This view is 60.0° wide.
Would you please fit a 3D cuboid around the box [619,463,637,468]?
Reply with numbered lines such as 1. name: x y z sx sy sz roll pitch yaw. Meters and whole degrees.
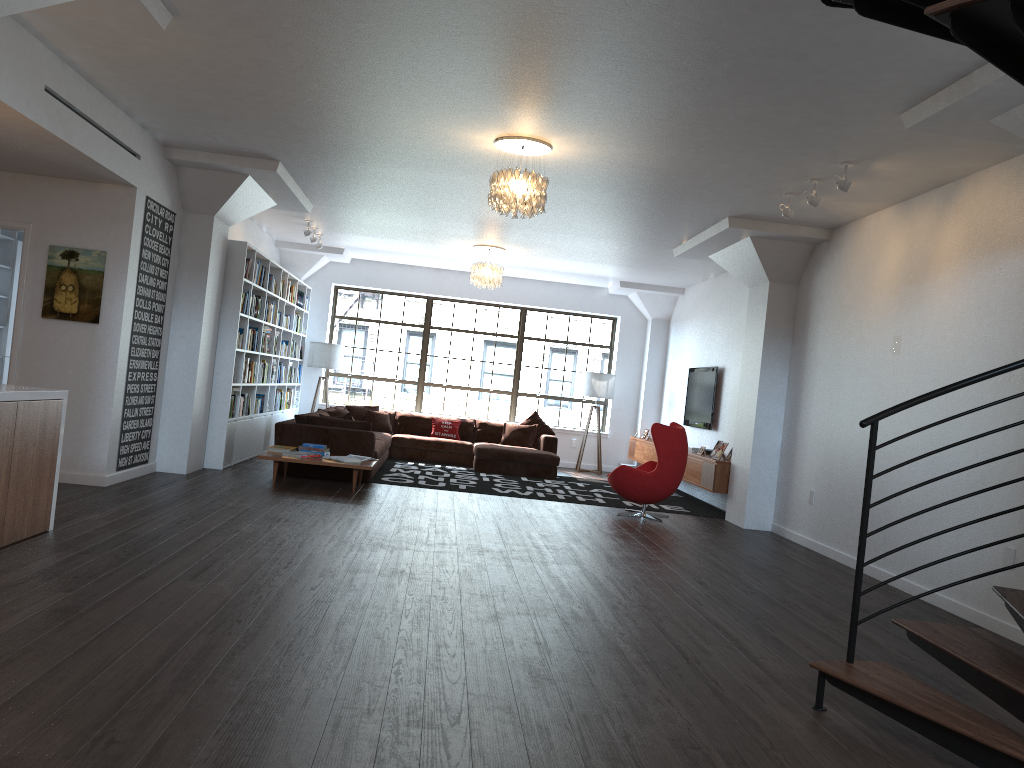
1. box: 1.869 1.384 14.334 0.228 0.165 0.368 6 0 -4

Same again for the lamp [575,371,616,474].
1. lamp: 1.303 0.611 14.132 0.545 1.579 0.545 6 0 7

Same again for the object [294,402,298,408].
1. object: -3.456 0.310 13.566 0.331 0.088 0.410 6 0 -4

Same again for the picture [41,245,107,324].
1. picture: -3.616 -0.822 7.324 0.450 0.600 0.030 6 0 -4

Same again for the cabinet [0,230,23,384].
1. cabinet: -5.460 -0.865 8.670 0.527 2.991 2.630 6 0 -4

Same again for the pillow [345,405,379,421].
1. pillow: -2.172 0.510 13.099 0.580 0.418 0.334 6 -1 -31

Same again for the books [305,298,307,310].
1. books: -3.244 -1.230 13.687 0.136 0.196 0.045 6 0 -4

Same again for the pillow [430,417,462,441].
1. pillow: -0.987 0.672 13.233 0.465 0.308 0.220 6 0 -8

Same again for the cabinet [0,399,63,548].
1. cabinet: -3.047 0.443 3.118 0.898 0.796 4.493 6 0 -4

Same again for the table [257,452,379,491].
1. table: -1.953 0.880 9.006 1.100 0.271 0.853 6 0 -4

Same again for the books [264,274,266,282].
1. books: -3.018 -1.249 10.513 0.167 0.233 0.077 6 0 -4

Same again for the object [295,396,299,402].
1. object: -3.447 0.222 13.567 0.331 0.088 0.410 6 0 -4

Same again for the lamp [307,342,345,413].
1. lamp: -2.981 0.150 13.915 0.545 1.579 0.545 6 0 -15

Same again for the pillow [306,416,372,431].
1. pillow: -1.904 0.549 9.797 0.750 0.364 0.289 6 0 -5

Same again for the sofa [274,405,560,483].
1. sofa: -0.985 0.806 11.622 3.481 0.664 4.197 6 0 -4

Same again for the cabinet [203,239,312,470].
1. cabinet: -3.312 -0.323 11.554 0.461 2.414 4.500 6 0 -4

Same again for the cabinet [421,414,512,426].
1. cabinet: -0.768 0.869 14.147 1.520 0.625 0.350 6 0 -4

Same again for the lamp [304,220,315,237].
1. lamp: -2.550 -1.940 11.093 0.111 0.211 0.120 6 -1 30

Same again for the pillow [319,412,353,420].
1. pillow: -1.957 0.503 10.059 0.559 0.411 0.269 6 -1 42

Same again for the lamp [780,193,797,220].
1. lamp: 2.268 -1.455 7.273 0.111 0.211 0.120 6 -1 30

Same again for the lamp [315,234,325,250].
1. lamp: -2.626 -1.940 12.115 0.120 0.211 0.111 6 -1 -30

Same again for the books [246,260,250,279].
1. books: -2.942 -1.243 9.633 0.161 0.222 0.084 6 0 -4

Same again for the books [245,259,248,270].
1. books: -2.930 -1.239 9.444 0.182 0.215 0.188 6 0 -4

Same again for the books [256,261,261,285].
1. books: -2.991 -1.276 10.152 0.197 0.290 0.136 6 0 -4

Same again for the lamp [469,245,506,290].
1. lamp: -0.325 -1.525 11.692 0.441 0.539 0.442 6 -1 38

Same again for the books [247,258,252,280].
1. books: -2.953 -1.259 9.707 0.170 0.251 0.118 6 0 -4

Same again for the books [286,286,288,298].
1. books: -3.119 -1.235 11.999 0.144 0.207 0.048 6 0 -4

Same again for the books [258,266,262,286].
1. books: -2.984 -1.254 10.223 0.159 0.248 0.089 6 0 -4

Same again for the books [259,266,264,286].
1. books: -2.984 -1.255 10.257 0.182 0.253 0.098 6 0 -4

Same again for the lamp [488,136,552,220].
1. lamp: 0.055 -1.524 6.645 0.441 0.539 0.442 6 -1 38

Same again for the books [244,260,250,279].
1. books: -2.942 -1.241 9.599 0.161 0.218 0.101 6 0 -4

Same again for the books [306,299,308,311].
1. books: -3.244 -1.227 13.728 0.139 0.191 0.036 6 0 -4

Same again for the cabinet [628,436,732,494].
1. cabinet: 2.270 1.038 11.974 0.459 0.350 4.501 6 0 -4

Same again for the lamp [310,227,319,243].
1. lamp: -2.587 -1.940 11.598 0.111 0.211 0.120 6 -1 45

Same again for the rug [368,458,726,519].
1. rug: 0.362 1.278 11.212 4.200 0.007 3.100 6 0 -3

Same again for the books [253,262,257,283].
1. books: -2.971 -1.256 9.949 0.170 0.251 0.118 6 0 -4

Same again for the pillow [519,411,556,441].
1. pillow: 0.299 0.693 13.375 0.651 0.587 0.335 6 0 -25

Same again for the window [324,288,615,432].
1. window: -0.677 -0.387 14.699 4.648 1.905 0.114 6 0 -4

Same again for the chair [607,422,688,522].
1. chair: 1.417 0.874 9.265 0.801 1.006 0.798 6 0 21

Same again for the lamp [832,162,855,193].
1. lamp: 2.344 -1.455 6.251 0.120 0.211 0.111 6 -1 -30

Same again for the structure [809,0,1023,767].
1. structure: 1.911 -0.807 2.753 1.998 4.352 1.998 7 -1 -43

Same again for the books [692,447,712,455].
1. books: 2.439 0.851 11.146 0.250 0.053 0.400 6 0 -4

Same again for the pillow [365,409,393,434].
1. pillow: -1.977 0.548 13.016 0.489 0.337 0.238 6 -1 -35

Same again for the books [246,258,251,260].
1. books: -2.951 -1.257 9.663 0.159 0.248 0.089 6 0 -4

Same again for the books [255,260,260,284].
1. books: -2.982 -1.276 10.090 0.176 0.293 0.125 6 0 -4

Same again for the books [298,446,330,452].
1. books: -2.069 0.678 9.281 0.279 0.035 0.191 6 0 6

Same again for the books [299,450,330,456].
1. books: -2.068 0.715 9.277 0.312 0.037 0.216 6 0 -14

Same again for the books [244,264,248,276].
1. books: -2.946 -1.237 9.534 0.167 0.210 0.162 6 0 -4

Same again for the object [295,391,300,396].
1. object: -3.445 0.134 13.567 0.316 0.088 0.410 6 0 -4

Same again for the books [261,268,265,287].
1. books: -2.995 -1.252 10.343 0.174 0.243 0.085 6 0 -4

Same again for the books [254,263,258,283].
1. books: -2.972 -1.252 10.002 0.174 0.242 0.105 6 0 -4

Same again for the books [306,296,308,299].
1. books: -3.250 -1.247 13.768 0.140 0.231 0.042 6 0 -4

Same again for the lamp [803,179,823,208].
1. lamp: 2.305 -1.455 6.768 0.111 0.211 0.120 6 -1 45

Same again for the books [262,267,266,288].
1. books: -3.003 -1.258 10.445 0.182 0.255 0.077 6 0 -4

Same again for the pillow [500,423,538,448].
1. pillow: 0.099 0.753 13.194 0.542 0.362 0.248 6 0 17

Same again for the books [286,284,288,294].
1. books: -3.105 -1.279 11.954 0.140 0.298 0.044 6 0 -4

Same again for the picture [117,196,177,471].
1. picture: -3.284 -0.434 8.001 0.021 2.380 0.800 6 0 -4

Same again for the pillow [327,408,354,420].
1. pillow: -2.173 0.513 11.475 0.325 0.391 0.625 6 0 12
